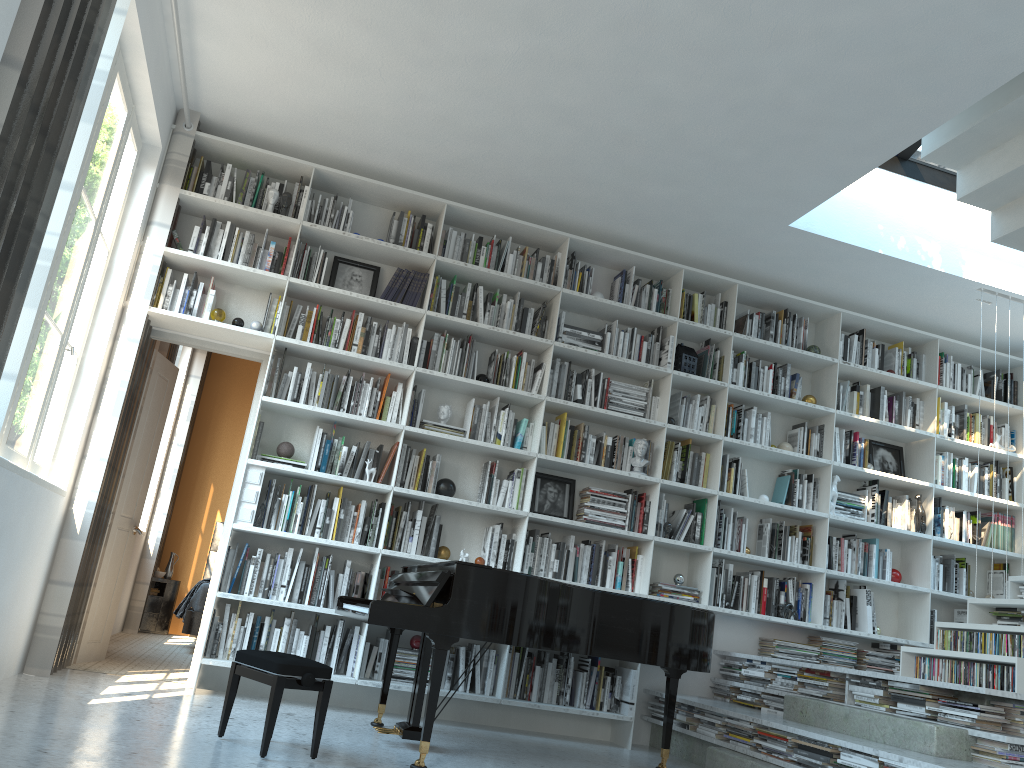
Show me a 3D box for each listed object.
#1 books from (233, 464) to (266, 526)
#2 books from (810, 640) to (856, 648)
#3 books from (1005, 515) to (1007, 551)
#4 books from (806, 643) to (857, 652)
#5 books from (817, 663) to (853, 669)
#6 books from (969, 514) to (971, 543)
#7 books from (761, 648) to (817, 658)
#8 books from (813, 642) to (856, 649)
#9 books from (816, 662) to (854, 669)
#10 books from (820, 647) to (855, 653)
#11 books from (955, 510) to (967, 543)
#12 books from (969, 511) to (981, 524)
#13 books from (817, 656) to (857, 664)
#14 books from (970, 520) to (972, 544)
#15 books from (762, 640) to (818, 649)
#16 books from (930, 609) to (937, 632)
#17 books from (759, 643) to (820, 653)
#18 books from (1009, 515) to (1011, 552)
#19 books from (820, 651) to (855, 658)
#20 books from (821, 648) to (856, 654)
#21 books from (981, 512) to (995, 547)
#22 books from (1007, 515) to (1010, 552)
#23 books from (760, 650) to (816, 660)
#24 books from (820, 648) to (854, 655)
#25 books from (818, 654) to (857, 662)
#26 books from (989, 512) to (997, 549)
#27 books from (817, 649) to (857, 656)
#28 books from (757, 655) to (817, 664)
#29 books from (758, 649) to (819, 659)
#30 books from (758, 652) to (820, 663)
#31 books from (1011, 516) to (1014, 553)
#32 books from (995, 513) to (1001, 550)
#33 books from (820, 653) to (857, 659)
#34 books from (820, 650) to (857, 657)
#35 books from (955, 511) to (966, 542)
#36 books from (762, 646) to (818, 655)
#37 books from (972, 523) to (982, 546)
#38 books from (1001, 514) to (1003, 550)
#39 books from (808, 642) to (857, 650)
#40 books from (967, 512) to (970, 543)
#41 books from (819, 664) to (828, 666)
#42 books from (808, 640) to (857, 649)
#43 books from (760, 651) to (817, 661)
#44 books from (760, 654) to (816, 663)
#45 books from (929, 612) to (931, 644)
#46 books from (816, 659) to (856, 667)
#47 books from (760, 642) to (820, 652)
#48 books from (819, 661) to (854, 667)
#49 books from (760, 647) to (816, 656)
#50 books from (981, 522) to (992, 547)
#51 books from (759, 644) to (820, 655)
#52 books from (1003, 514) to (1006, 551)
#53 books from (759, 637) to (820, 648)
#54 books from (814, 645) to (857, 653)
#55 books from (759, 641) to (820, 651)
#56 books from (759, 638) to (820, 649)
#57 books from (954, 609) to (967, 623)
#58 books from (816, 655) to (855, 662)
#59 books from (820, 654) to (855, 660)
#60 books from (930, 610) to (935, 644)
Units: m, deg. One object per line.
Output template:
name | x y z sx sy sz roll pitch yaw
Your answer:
books | -1.509 0.652 5.099 0.106 0.339 0.307 13 -15 -14
books | 2.180 1.766 6.029 0.254 0.005 0.161 14 -16 -19
books | 3.608 1.123 6.594 0.018 0.292 0.169 13 -15 -14
books | 2.171 1.793 6.030 0.285 0.005 0.160 13 -16 -15
books | 2.156 1.904 5.994 0.254 0.007 0.161 12 -15 -10
books | 3.318 1.085 6.535 0.025 0.248 0.134 13 -15 -14
books | 1.847 1.794 5.920 0.308 0.008 0.195 14 -16 -19
books | 2.178 1.777 6.028 0.254 0.005 0.161 12 -15 -10
books | 2.155 1.899 6.004 0.254 0.007 0.161 13 -16 -14
books | 2.169 1.803 6.027 0.254 0.005 0.161 13 -16 -15
books | 3.263 1.064 6.511 0.029 0.258 0.171 13 -15 -14
books | 3.383 1.082 6.545 0.026 0.277 0.170 13 -15 -14
books | 2.164 1.865 6.009 0.285 0.007 0.160 12 -15 -12
books | 3.332 1.109 6.538 0.014 0.206 0.138 13 -15 -14
books | 1.855 1.746 5.941 0.308 0.008 0.195 12 -15 -12
books | 2.886 1.688 6.168 0.030 0.237 0.151 13 -15 -14
books | 1.852 1.768 5.936 0.346 0.007 0.194 12 -15 -12
books | 3.642 1.130 6.603 0.018 0.292 0.169 13 -15 -14
books | 2.167 1.833 6.020 0.254 0.007 0.161 13 -15 -13
books | 2.169 1.808 6.023 0.285 0.005 0.160 13 -16 -16
books | 3.480 1.096 6.561 0.072 0.290 0.169 13 -15 -14
books | 3.626 1.125 6.594 0.018 0.292 0.169 13 -15 -14
books | 1.841 1.810 5.923 0.308 0.008 0.195 12 -15 -12
books | 2.167 1.814 6.026 0.254 0.005 0.161 13 -16 -14
books | 2.166 1.851 6.008 0.285 0.007 0.160 14 -16 -18
books | 3.516 1.102 6.571 0.033 0.293 0.169 13 -15 -14
books | 2.169 1.820 6.026 0.285 0.007 0.160 13 -16 -14
books | 1.838 1.837 5.910 0.346 0.007 0.194 12 -15 -10
books | 1.844 1.803 5.926 0.346 0.007 0.194 13 -16 -16
books | 1.841 1.822 5.912 0.346 0.007 0.194 11 -15 -9
books | 3.662 1.132 6.598 0.018 0.292 0.169 13 -15 -14
books | 3.543 1.104 6.564 0.018 0.292 0.169 13 -15 -14
books | 2.169 1.838 6.009 0.285 0.007 0.160 14 -16 -19
books | 2.168 1.827 6.022 0.285 0.007 0.160 13 -15 -13
books | 3.241 1.062 6.494 0.022 0.246 0.181 13 -15 -14
books | 1.852 1.780 5.925 0.308 0.008 0.195 11 -15 -9
books | 3.360 1.117 6.501 0.024 0.180 0.191 13 -15 -14
books | 3.573 1.115 6.586 0.018 0.292 0.169 13 -15 -14
books | 2.175 1.781 6.026 0.285 0.005 0.160 14 -16 -18
books | 3.301 1.077 6.528 0.012 0.253 0.161 13 -15 -14
books | 2.153 1.912 6.001 0.285 0.007 0.160 13 -16 -14
books | 2.178 1.772 6.031 0.285 0.005 0.160 14 -16 -17
books | 1.841 1.816 5.917 0.308 0.008 0.195 12 -15 -10
books | 1.839 1.830 5.913 0.308 0.008 0.195 14 -16 -18
books | 2.831 1.689 6.155 0.031 0.214 0.165 13 -15 -14
books | 2.160 1.884 5.999 0.285 0.007 0.160 14 -16 -18
books | 1.856 1.759 5.929 0.346 0.007 0.194 14 -16 -19
books | 2.157 1.892 6.004 0.254 0.007 0.161 13 -15 -13
books | 1.844 1.790 5.934 0.308 0.008 0.195 13 -16 -14
books | 3.436 1.125 6.540 0.089 0.216 0.167 13 -15 -14
books | 1.852 1.774 5.931 0.346 0.007 0.194 14 -16 -17
books | 3.592 1.118 6.586 0.018 0.292 0.169 13 -15 -14
books | 1.858 1.732 5.945 0.346 0.007 0.194 12 -15 -12
books | 2.170 1.798 6.028 0.285 0.005 0.160 13 -15 -13
books | 1.854 1.754 5.939 0.346 0.007 0.194 12 -15 -12
books | 1.856 1.739 5.943 0.346 0.007 0.194 13 -16 -16
books | 3.188 1.739 6.269 0.012 0.284 0.160 13 -15 -14
books | 2.165 1.858 6.007 0.254 0.007 0.161 14 -16 -18
books | 2.165 1.846 6.016 0.254 0.007 0.161 13 -15 -13
books | 2.865 1.686 6.160 0.014 0.233 0.183 13 -15 -14
